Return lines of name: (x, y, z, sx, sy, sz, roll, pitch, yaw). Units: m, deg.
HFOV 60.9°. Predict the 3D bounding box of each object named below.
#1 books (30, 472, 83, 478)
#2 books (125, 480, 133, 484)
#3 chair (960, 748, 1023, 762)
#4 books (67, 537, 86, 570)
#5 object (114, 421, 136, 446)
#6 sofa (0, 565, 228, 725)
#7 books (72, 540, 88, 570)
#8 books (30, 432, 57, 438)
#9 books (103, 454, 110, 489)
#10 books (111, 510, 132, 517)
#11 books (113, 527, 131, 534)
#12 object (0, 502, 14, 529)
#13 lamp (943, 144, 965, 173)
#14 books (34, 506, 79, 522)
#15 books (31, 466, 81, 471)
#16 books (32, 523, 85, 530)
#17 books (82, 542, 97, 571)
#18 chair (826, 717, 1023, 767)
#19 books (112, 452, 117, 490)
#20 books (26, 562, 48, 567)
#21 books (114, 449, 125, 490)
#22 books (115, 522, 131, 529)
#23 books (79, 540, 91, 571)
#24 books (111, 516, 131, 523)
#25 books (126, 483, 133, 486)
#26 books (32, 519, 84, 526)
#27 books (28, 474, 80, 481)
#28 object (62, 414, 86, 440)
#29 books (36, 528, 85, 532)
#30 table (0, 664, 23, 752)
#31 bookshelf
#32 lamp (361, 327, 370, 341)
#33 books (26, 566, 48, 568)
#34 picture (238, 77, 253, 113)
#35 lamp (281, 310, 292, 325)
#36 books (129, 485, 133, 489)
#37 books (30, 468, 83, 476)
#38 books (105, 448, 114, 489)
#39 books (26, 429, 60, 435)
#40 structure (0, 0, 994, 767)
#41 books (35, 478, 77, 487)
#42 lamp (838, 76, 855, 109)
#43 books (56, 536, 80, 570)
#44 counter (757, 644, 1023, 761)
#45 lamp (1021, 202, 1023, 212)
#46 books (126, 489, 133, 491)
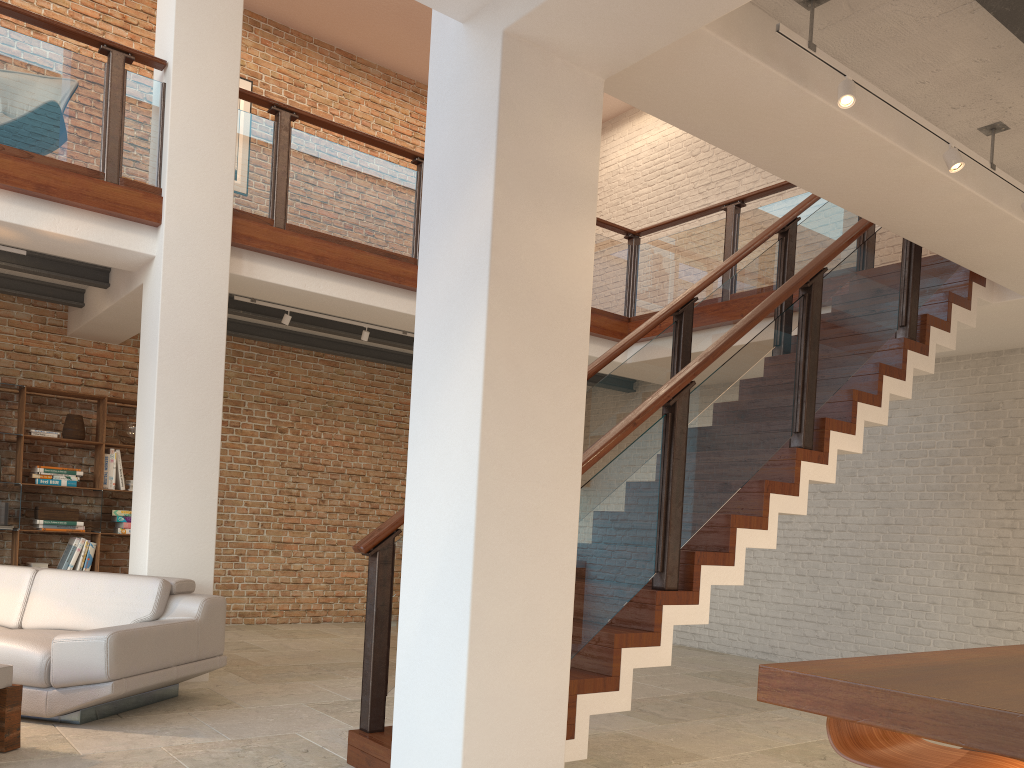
books: (-4.145, 0.827, 7.926, 0.245, 0.018, 0.384, -6, -14, 44)
books: (-3.591, 0.943, 8.350, 0.206, 0.033, 0.134, -5, -12, 42)
chair: (1.369, 1.247, 2.364, 0.408, 0.768, 0.422, 4, -2, -37)
books: (-4.053, 1.594, 8.041, 0.162, 0.370, 0.244, 4, -2, -37)
object: (-3.565, 0.494, 8.334, 0.438, 0.217, 0.442, 3, -8, 4)
sofa: (-3.045, 1.490, 5.235, 2.326, 0.750, 1.160, 1, -7, 13)
books: (-4.018, 1.611, 8.081, 0.098, 0.352, 0.272, 3, -2, -37)
books: (-4.196, 0.460, 7.803, 0.208, 0.033, 0.133, 10, -11, -37)
books: (-3.832, 0.822, 8.165, 0.056, 0.327, 0.255, 3, -2, -37)
books: (-3.655, 1.243, 8.347, 0.329, 0.055, 0.256, 8, -10, -27)
books: (-3.630, 1.414, 8.364, 0.330, 0.055, 0.256, 10, -11, -35)
object: (-4.550, 1.142, 7.603, 0.339, 0.231, 0.284, 8, -7, -37)
lamp: (1.821, -0.931, 3.594, 0.061, 0.128, 0.086, 4, -2, -35)
books: (-4.148, 1.185, 7.945, 0.339, 0.117, 0.213, 10, -10, -37)
books: (-4.149, 0.772, 7.934, 0.359, 0.020, 0.273, 11, -12, -38)
books: (-4.151, 1.305, 7.982, 0.384, 0.036, 0.245, 12, -13, -42)
books: (-3.964, 1.631, 8.117, 0.117, 0.331, 0.255, 3, -3, -37)
chair: (0.943, 1.166, 2.035, 0.408, 0.768, 0.422, 4, -2, -37)
books: (-3.777, 0.820, 8.217, 0.021, 0.356, 0.272, 3, -2, -37)
books: (-4.295, 1.635, 7.887, 0.134, 0.033, 0.206, 11, -12, -42)
books: (-3.740, 0.817, 8.262, 0.102, 0.380, 0.244, 3, -2, -37)
books: (-3.606, 1.362, 8.379, 0.330, 0.055, 0.255, 12, -12, -42)
books: (-4.007, 1.618, 8.101, 0.098, 0.352, 0.272, 3, -2, -37)
books: (-3.645, 1.301, 8.359, 0.330, 0.055, 0.256, 10, -12, -37)
books: (-3.589, 0.970, 8.359, 0.172, 0.018, 0.237, 10, -12, -34)
books: (-4.139, 1.263, 7.946, 0.384, 0.036, 0.245, 11, -12, -38)
books: (-4.165, 0.853, 7.925, 0.383, 0.036, 0.245, 11, -12, -37)
object: (-3.992, 0.399, 7.950, 0.193, 0.231, 0.196, 3, -4, 10)
books: (-4.133, 1.335, 7.980, 0.359, 0.020, 0.273, 11, -12, -38)
table: (-3.554, 1.340, 3.569, 2.202, 0.424, 2.001, 1, -9, 13)
bookshelf: (-4.557, 1.096, 7.616, 3.063, 2.179, 0.364, 8, -2, -37)
lamp: (-1.276, -0.429, 7.580, 0.061, 0.128, 0.086, 4, -2, -35)
books: (-4.304, 1.658, 7.876, 0.164, 0.017, 0.253, 10, -12, -37)
picture: (-3.091, -2.615, 8.790, 0.921, 1.187, 0.027, 6, -1, -37)
lamp: (-1.846, -0.537, 7.137, 0.086, 0.128, 0.060, 2, -1, 23)
books: (-3.594, 0.995, 8.351, 0.133, 0.033, 0.207, 8, -10, -27)
books: (-4.137, 0.799, 7.920, 0.384, 0.036, 0.245, 12, -13, -43)
books: (-3.793, 0.802, 8.192, 0.037, 0.380, 0.244, 3, -1, -37)
books: (-4.203, 0.434, 7.804, 0.239, 0.018, 0.171, 13, -13, -44)
structure: (0.647, -0.351, 3.135, 10.257, 4.093, 13.907, 9, -11, -37)
books: (-4.146, 0.901, 7.931, 0.329, 0.055, 0.256, 8, -10, -27)
lamp: (1.198, -1.047, 3.122, 0.059, 0.128, 0.088, 3, -2, 13)
books: (-4.101, 1.591, 8.034, 0.164, 0.369, 0.244, 4, -2, -37)
counter: (1.884, 1.010, 1.243, 1.703, 0.909, 2.506, 9, -10, -37)
lamp: (2.410, -0.820, 4.048, 0.061, 0.128, 0.086, 4, -2, -35)
books: (-3.598, 1.024, 8.368, 0.172, 0.018, 0.238, 9, -11, -29)
